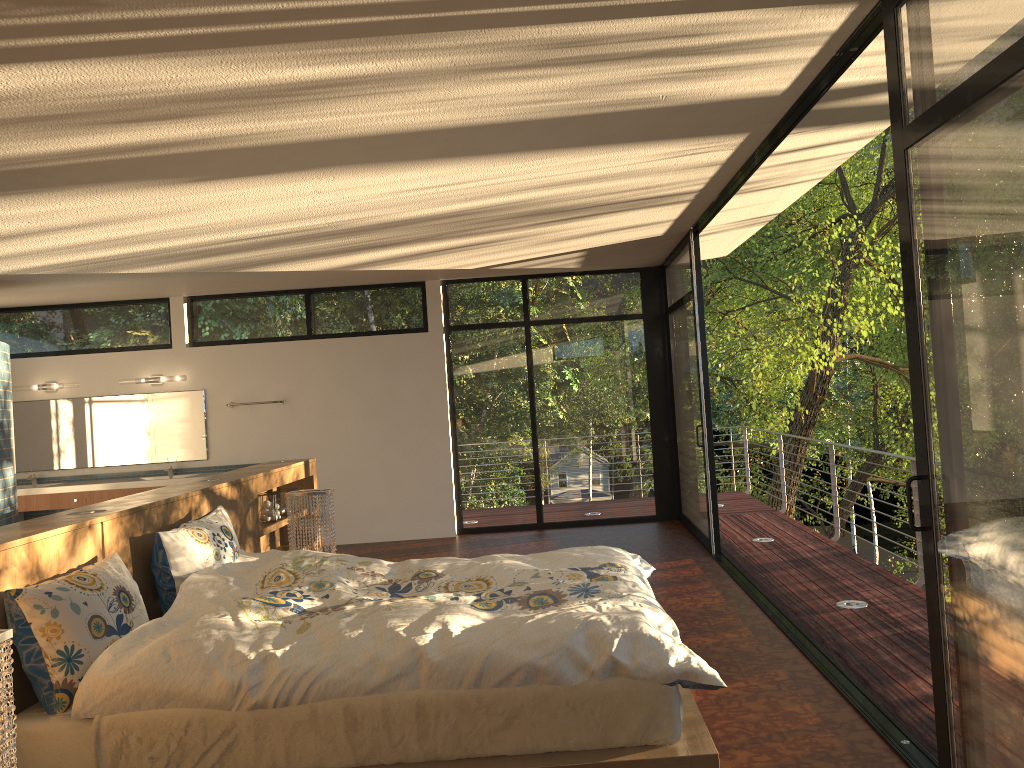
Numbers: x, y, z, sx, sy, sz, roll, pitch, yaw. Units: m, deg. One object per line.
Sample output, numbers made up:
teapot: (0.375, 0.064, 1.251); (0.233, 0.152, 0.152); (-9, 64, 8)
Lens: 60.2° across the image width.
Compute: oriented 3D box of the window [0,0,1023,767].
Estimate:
window: (-2.002, 0.243, 3.548); (6.844, 2.514, 10.313); (-4, -1, 1)

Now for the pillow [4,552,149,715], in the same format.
pillow: (-1.414, 0.813, 2.937); (0.267, 0.405, 0.603); (-4, -1, 4)

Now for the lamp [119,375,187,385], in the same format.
lamp: (-3.400, -0.037, 8.403); (0.620, 0.070, 0.117); (-4, -1, -1)

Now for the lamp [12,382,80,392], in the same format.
lamp: (-4.405, 0.028, 8.384); (0.620, 0.070, 0.117); (-4, -1, -1)

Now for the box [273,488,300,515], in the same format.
box: (-1.470, 0.768, 5.765); (0.134, 0.156, 0.157); (-4, -1, 1)

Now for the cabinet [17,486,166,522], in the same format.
cabinet: (-3.851, 1.319, 8.146); (2.279, 0.711, 0.549); (-4, -1, -1)

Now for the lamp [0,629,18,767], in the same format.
lamp: (-1.259, 0.826, 1.969); (0.247, 0.522, 0.124); (-4, -1, 0)

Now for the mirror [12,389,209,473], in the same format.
mirror: (-3.898, 0.454, 8.469); (1.961, 0.678, 0.100); (-4, -1, -1)

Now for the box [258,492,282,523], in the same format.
box: (-1.497, 0.758, 5.436); (0.116, 0.171, 0.124); (-4, -1, 1)

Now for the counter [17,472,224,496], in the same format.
counter: (-3.875, 0.962, 8.154); (2.280, 0.111, 0.549); (-4, -1, -1)

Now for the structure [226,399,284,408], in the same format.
structure: (-2.457, 0.186, 8.453); (0.539, 0.056, 0.198); (-4, -1, -1)

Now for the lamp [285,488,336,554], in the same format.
lamp: (-1.114, 0.963, 5.021); (0.261, 0.730, 0.163); (-4, -1, 0)

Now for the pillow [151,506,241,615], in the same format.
pillow: (-1.338, 0.779, 3.804); (0.252, 0.439, 0.622); (-4, -1, 6)

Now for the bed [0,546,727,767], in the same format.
bed: (-0.398, 1.040, 3.408); (2.154, 0.712, 1.828); (-4, -1, 1)

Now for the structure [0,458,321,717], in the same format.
structure: (-1.642, 0.987, 3.259); (0.308, 0.974, 5.799); (-4, -1, 3)
